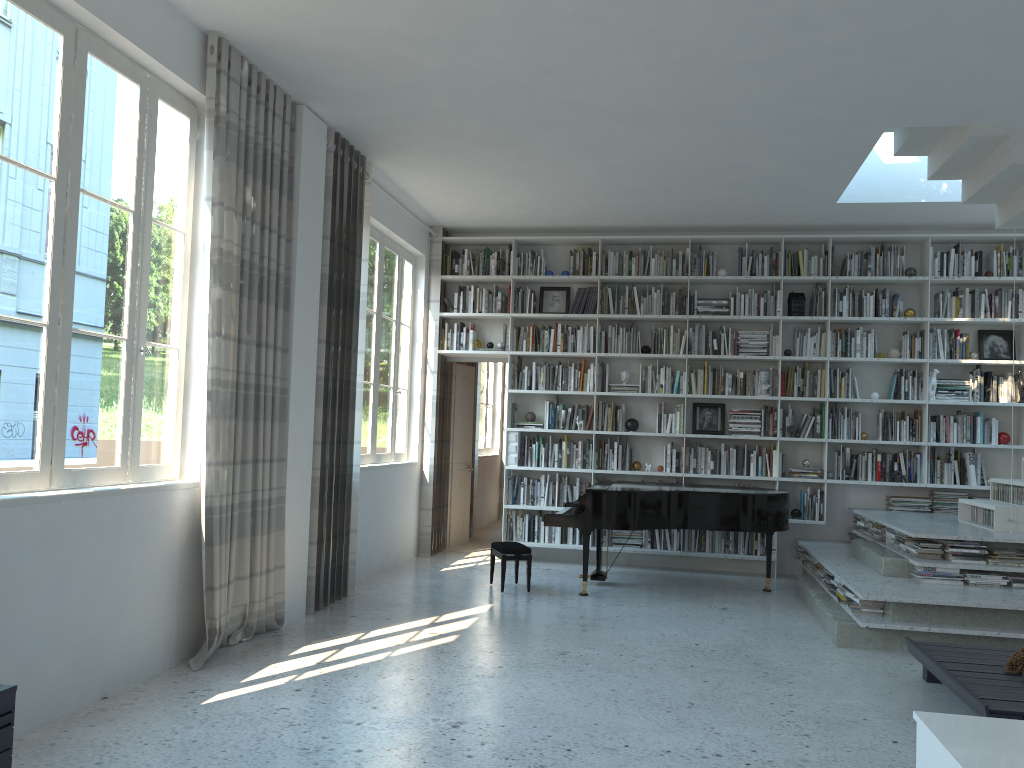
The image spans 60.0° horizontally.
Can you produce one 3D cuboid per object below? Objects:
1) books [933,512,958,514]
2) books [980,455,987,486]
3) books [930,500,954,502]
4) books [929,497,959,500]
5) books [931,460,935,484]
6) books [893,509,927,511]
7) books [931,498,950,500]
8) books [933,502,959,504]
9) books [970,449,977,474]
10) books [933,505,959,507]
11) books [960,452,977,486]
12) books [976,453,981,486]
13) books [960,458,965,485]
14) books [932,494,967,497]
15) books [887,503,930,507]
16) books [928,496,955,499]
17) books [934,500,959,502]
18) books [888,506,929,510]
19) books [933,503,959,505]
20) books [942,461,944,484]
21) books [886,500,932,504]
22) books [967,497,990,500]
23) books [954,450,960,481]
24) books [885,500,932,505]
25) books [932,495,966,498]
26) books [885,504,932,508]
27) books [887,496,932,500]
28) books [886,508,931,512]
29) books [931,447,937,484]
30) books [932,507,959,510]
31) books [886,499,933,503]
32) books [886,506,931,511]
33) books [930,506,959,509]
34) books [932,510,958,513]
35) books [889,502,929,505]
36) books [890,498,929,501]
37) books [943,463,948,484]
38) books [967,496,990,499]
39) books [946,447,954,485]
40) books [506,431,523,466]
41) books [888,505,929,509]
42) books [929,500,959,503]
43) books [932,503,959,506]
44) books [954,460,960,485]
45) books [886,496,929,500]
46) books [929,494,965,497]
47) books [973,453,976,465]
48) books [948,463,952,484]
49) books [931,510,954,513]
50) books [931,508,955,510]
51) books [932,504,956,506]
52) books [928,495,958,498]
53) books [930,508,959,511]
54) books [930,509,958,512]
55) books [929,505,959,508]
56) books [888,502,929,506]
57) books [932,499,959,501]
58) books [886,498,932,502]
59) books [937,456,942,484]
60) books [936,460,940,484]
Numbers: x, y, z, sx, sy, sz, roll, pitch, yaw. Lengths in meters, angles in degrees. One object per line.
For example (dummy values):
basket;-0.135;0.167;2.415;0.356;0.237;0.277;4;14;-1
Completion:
books;3.902;1.153;7.942;0.254;0.007;0.161;1;-3;14
books;4.183;0.768;7.909;0.062;0.274;0.148;2;-3;11
books;3.908;1.050;7.953;0.285;0.007;0.159;1;-3;11
books;3.906;1.028;7.952;0.285;0.005;0.159;1;-3;12
books;3.779;0.789;7.998;0.033;0.213;0.140;2;-3;11
books;3.572;1.130;8.002;0.308;0.008;0.195;2;-3;7
books;3.905;1.033;7.951;0.254;0.006;0.161;2;-3;10
books;3.907;1.064;7.950;0.254;0.007;0.161;1;-3;12
books;4.125;0.741;7.933;0.012;0.326;0.136;2;-3;11
books;3.905;1.091;7.942;0.254;0.007;0.161;2;-3;7
books;4.055;0.754;7.888;0.075;0.291;0.255;2;-3;11
books;4.139;0.760;7.907;0.025;0.287;0.160;2;-3;11
books;4.010;0.781;7.938;0.031;0.239;0.171;2;-3;11
books;3.908;0.995;7.944;0.254;0.006;0.161;2;-3;6
books;3.575;1.092;8.001;0.308;0.008;0.195;2;-3;6
books;3.906;1.022;7.952;0.285;0.005;0.159;2;-3;10
books;3.905;1.044;7.953;0.254;0.006;0.161;1;-3;11
books;3.573;1.115;8.003;0.308;0.008;0.195;1;-3;15
books;3.905;1.070;7.940;0.285;0.007;0.159;2;-3;6
books;3.855;0.792;7.973;0.025;0.210;0.137;2;-3;11
books;3.580;1.063;8.009;0.345;0.007;0.193;1;-3;13
books;4.270;1.024;7.872;0.367;0.007;0.206;2;-3;6
books;3.995;0.749;7.961;0.010;0.304;0.131;2;-3;11
books;3.579;1.070;8.006;0.345;0.007;0.193;2;-3;8
books;3.908;1.006;7.946;0.254;0.006;0.161;1;-3;15
books;3.576;1.100;8.008;0.345;0.007;0.193;2;-3;9
books;3.581;1.026;8.011;0.345;0.007;0.193;1;-3;13
books;3.572;1.137;8.001;0.345;0.007;0.193;1;-3;15
books;3.804;0.733;7.995;0.013;0.327;0.130;2;-3;11
books;3.904;1.112;7.938;0.285;0.007;0.159;1;-3;16
books;3.578;1.055;8.001;0.345;0.007;0.193;2;-3;6
books;3.572;1.122;7.999;0.345;0.007;0.193;1;-3;16
books;3.905;1.105;7.941;0.254;0.007;0.161;2;-3;7
books;3.902;1.139;7.940;0.254;0.007;0.161;1;-3;15
books;3.578;1.077;8.001;0.308;0.008;0.195;1;-3;16
books;3.581;1.040;8.010;0.308;0.008;0.195;1;-3;13
books;3.882;0.804;7.968;0.030;0.187;0.140;2;-3;11
books;4.272;1.017;7.882;0.367;0.007;0.206;1;-3;13
books;3.929;0.732;7.952;0.014;0.333;0.169;2;-3;11
books;0.028;0.629;8.647;0.106;0.340;0.307;2;-3;11
books;3.574;1.108;8.008;0.308;0.008;0.195;1;-3;13
books;3.907;1.057;7.950;0.285;0.007;0.159;1;-3;12
books;3.907;1.078;7.949;0.254;0.007;0.161;1;-3;12
books;3.959;0.790;7.943;0.052;0.217;0.184;2;-3;11
books;3.581;1.033;8.010;0.345;0.007;0.193;2;-3;9
books;3.909;1.001;7.948;0.285;0.005;0.159;2;-3;8
books;4.111;0.761;7.929;0.012;0.285;0.159;2;-3;11
books;3.908;0.805;7.956;0.024;0.185;0.149;2;-3;11
books;3.903;1.147;7.949;0.285;0.007;0.159;1;-3;11
books;3.902;1.118;7.941;0.285;0.007;0.159;2;-3;7
books;3.905;1.084;7.942;0.285;0.007;0.159;2;-3;7
books;3.905;1.011;7.946;0.285;0.005;0.159;2;-3;7
books;3.903;1.126;7.947;0.254;0.007;0.161;1;-3;12
books;3.904;1.133;7.949;0.254;0.007;0.161;1;-3;11
books;3.906;1.098;7.946;0.285;0.007;0.159;1;-3;13
books;3.577;1.085;8.014;0.308;0.008;0.195;1;-3;11
books;3.905;1.038;7.949;0.285;0.005;0.159;2;-3;9
books;3.580;1.048;8.010;0.345;0.007;0.193;1;-3;13
books;3.834;0.774;7.966;0.015;0.243;0.156;2;-3;11
books;3.817;0.789;7.979;0.023;0.214;0.163;2;-3;11
